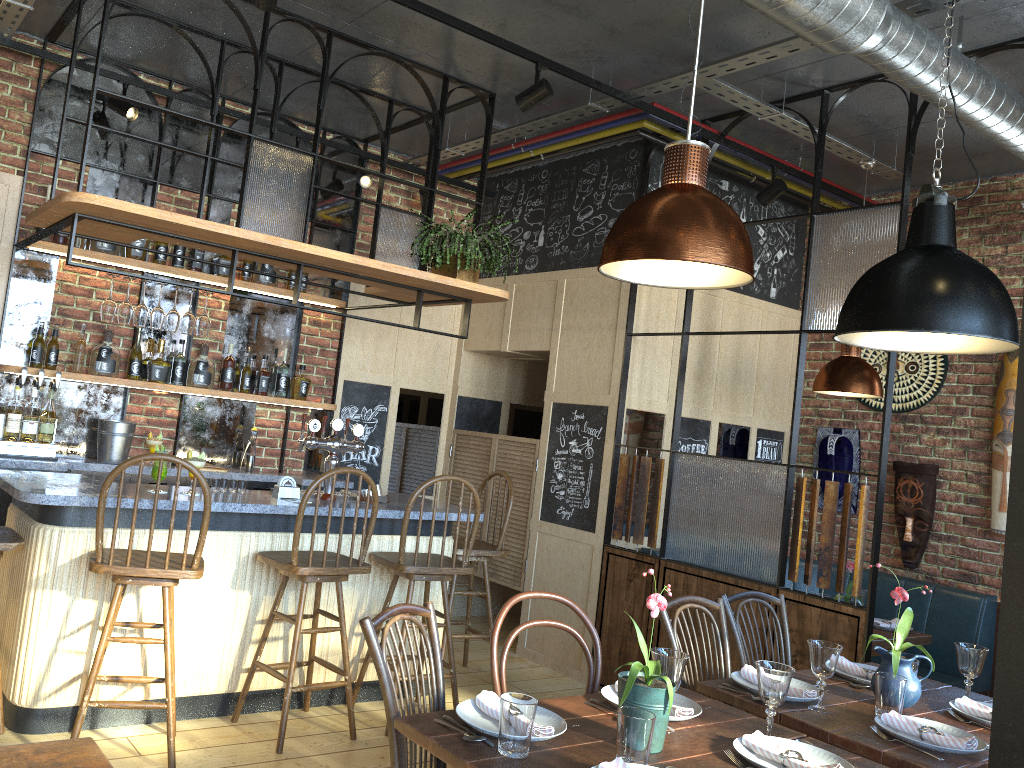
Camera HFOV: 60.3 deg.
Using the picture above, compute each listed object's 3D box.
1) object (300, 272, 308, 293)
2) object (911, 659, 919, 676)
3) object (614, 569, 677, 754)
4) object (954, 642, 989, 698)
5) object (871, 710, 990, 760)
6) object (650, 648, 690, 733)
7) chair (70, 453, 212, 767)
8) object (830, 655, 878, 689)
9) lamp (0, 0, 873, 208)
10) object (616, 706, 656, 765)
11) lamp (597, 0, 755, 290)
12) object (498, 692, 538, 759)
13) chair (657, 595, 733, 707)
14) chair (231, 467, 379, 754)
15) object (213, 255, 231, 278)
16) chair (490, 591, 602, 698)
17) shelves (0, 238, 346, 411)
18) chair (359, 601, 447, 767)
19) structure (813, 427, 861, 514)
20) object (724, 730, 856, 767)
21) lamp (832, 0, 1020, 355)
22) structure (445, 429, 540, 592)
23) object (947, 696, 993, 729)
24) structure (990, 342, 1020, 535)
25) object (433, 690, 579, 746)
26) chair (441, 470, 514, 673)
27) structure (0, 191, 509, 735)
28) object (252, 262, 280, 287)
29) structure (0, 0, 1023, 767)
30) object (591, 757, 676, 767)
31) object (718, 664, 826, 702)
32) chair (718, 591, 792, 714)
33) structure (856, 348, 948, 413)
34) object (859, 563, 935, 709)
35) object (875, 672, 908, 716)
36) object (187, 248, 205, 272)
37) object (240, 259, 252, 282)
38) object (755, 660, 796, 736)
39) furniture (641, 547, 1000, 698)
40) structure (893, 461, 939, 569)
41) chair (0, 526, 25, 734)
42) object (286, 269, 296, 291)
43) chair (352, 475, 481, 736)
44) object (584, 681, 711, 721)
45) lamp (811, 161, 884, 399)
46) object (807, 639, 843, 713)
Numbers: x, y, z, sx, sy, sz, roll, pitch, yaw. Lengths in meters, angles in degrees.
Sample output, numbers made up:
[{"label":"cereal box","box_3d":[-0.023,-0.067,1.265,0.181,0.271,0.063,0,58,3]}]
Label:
[{"label":"object","box_3d":[-1.393,-0.732,5.884,0.069,0.264,0.063,3,-5,39]},{"label":"object","box_3d":[1.274,0.955,2.872,0.088,0.120,0.080,4,-4,35]},{"label":"object","box_3d":[0.323,0.650,2.129,0.146,0.427,0.203,7,-4,-5]},{"label":"object","box_3d":[1.473,0.941,2.840,0.096,0.192,0.100,7,-4,-13]},{"label":"object","box_3d":[1.158,0.953,2.425,0.310,0.051,0.281,9,-4,-34]},{"label":"object","box_3d":[0.394,0.783,2.251,0.100,0.192,0.096,6,-4,10]},{"label":"chair","box_3d":[-1.463,0.859,3.496,0.423,1.196,0.423,8,-4,-18]},{"label":"object","box_3d":[1.218,0.992,3.029,0.310,0.051,0.281,9,-4,-34]},{"label":"lamp","box_3d":[0.340,-1.431,2.985,6.894,0.274,6.552,9,-4,-37]},{"label":"object","box_3d":[0.270,0.788,1.952,0.086,0.120,0.082,6,-4,15]},{"label":"lamp","box_3d":[0.468,-0.924,2.177,0.382,1.336,0.354,5,-4,25]},{"label":"object","box_3d":[0.009,0.758,1.956,0.088,0.120,0.081,5,-4,28]},{"label":"chair","box_3d":[0.750,1.226,2.948,0.386,0.916,0.545,9,-5,-38]},{"label":"chair","box_3d":[-0.904,0.949,3.954,0.414,1.196,0.432,10,-5,-43]},{"label":"object","box_3d":[-1.809,-0.799,5.560,0.111,0.265,0.122,9,-5,-36]},{"label":"chair","box_3d":[0.159,1.140,2.626,0.425,0.921,0.566,8,-4,-21]},{"label":"shelves","box_3d":[-2.096,-0.321,5.612,2.021,0.746,0.632,9,-4,-37]},{"label":"chair","box_3d":[-0.142,1.087,2.298,0.543,0.916,0.388,5,-4,28]},{"label":"structure","box_3d":[2.162,0.572,5.920,0.109,0.560,0.339,9,-5,-38]},{"label":"object","box_3d":[0.676,0.879,2.086,0.310,0.051,0.281,9,-4,-34]},{"label":"lamp","box_3d":[1.387,-0.786,2.860,0.510,1.327,0.547,8,-4,-25]},{"label":"structure","box_3d":[-1.291,0.615,4.284,1.320,0.995,4.798,5,-3,26]},{"label":"object","box_3d":[1.501,1.008,2.692,0.310,0.051,0.281,9,-4,-34]},{"label":"structure","box_3d":[2.876,0.305,5.068,0.089,1.121,0.242,9,-5,-38]},{"label":"object","box_3d":[-0.016,0.799,2.119,0.310,0.051,0.281,9,-4,-34]},{"label":"chair","box_3d":[-0.278,1.081,5.061,0.396,1.196,0.452,8,-4,-28]},{"label":"structure","box_3d":[-1.536,0.420,4.759,2.231,2.176,1.821,9,-4,-37]},{"label":"object","box_3d":[-1.587,-0.773,5.726,0.163,0.283,0.127,8,-4,-23]},{"label":"structure","box_3d":[-0.296,-0.101,3.060,6.316,3.329,5.572,4,-4,36]},{"label":"object","box_3d":[0.296,0.819,1.786,0.310,0.051,0.281,9,-4,-34]},{"label":"object","box_3d":[0.807,0.928,2.729,0.310,0.051,0.281,9,-4,-34]},{"label":"chair","box_3d":[1.035,1.274,3.224,0.388,0.916,0.544,9,-4,-33]},{"label":"structure","box_3d":[2.465,-0.121,5.700,0.075,0.620,0.693,10,-4,-40]},{"label":"object","box_3d":[1.217,0.787,2.747,0.212,0.432,0.140,8,-4,-18]},{"label":"object","box_3d":[1.114,0.921,2.599,0.088,0.120,0.080,4,-4,35]},{"label":"object","box_3d":[-1.950,-0.819,5.461,0.074,0.263,0.082,9,-5,-36]},{"label":"object","box_3d":[-1.700,-0.780,5.655,0.063,0.264,0.069,9,-5,-38]},{"label":"object","box_3d":[0.661,0.814,2.243,0.096,0.192,0.101,8,-4,-17]},{"label":"furniture","box_3d":[1.731,1.507,5.162,1.423,0.823,1.509,9,-4,-37]},{"label":"structure","box_3d":[2.474,0.814,5.457,0.153,0.656,0.272,9,-5,-38]},{"label":"chair","box_3d":[-2.242,0.773,3.596,0.393,1.196,0.455,9,-5,-38]},{"label":"object","box_3d":[-1.451,-0.742,5.840,0.063,0.264,0.069,10,-5,-44]},{"label":"chair","box_3d":[-0.455,1.020,4.290,0.416,1.196,0.430,9,-4,-33]},{"label":"object","box_3d":[0.365,0.859,2.398,0.310,0.051,0.281,9,-4,-34]},{"label":"lamp","box_3d":[1.959,-0.601,5.000,0.386,1.336,0.350,3,-5,45]},{"label":"object","box_3d":[0.915,0.863,2.600,0.096,0.192,0.101,8,-4,-17]}]
